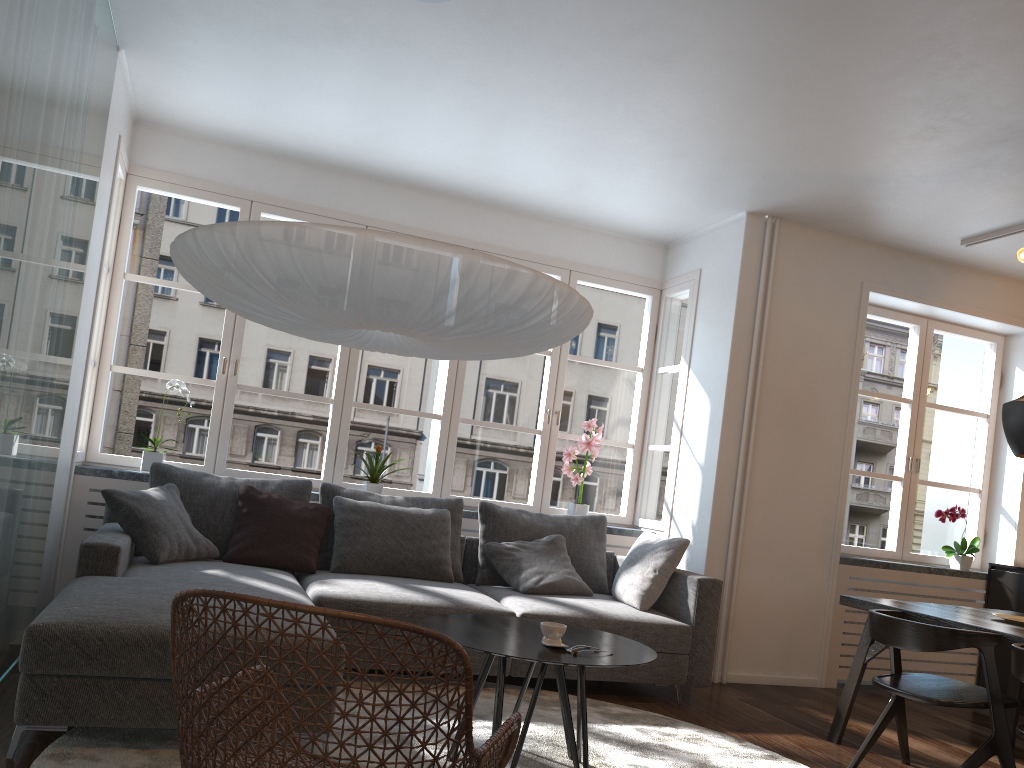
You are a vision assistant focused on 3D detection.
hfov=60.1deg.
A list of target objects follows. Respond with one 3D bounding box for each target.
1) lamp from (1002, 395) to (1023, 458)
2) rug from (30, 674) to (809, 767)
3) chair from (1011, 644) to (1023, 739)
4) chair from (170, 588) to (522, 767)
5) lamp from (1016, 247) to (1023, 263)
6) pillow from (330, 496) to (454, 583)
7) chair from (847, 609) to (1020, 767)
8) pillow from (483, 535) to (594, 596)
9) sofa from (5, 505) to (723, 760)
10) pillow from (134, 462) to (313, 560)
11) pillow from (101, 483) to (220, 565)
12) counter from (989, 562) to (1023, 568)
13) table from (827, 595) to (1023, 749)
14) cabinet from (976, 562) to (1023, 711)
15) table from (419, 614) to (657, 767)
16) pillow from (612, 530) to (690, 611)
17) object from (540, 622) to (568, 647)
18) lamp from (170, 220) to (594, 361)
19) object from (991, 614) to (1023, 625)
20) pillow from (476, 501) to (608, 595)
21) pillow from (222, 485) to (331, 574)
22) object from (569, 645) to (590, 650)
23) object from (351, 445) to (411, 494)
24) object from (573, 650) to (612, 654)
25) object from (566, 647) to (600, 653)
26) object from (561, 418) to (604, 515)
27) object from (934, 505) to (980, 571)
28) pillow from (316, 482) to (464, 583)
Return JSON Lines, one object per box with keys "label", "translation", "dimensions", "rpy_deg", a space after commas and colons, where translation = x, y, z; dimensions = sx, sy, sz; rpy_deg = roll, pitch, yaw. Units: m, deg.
{"label": "lamp", "translation": [2.407, 0.063, 3.910], "dimensions": [0.410, 0.539, 0.413], "rpy_deg": [6, -4, 14]}
{"label": "rug", "translation": [-0.057, 1.335, 2.994], "dimensions": [2.856, 0.012, 2.833], "rpy_deg": [13, -8, -39]}
{"label": "chair", "translation": [1.929, 1.248, 2.929], "dimensions": [0.521, 0.668, 0.594], "rpy_deg": [9, -4, -18]}
{"label": "chair", "translation": [-0.380, 0.818, 2.012], "dimensions": [0.717, 0.706, 0.690], "rpy_deg": [6, -4, 14]}
{"label": "lamp", "translation": [2.801, -0.746, 4.735], "dimensions": [0.252, 0.239, 0.085], "rpy_deg": [10, -4, -32]}
{"label": "pillow", "translation": [-0.637, 0.841, 4.759], "dimensions": [0.669, 0.396, 0.292], "rpy_deg": [9, -4, -19]}
{"label": "chair", "translation": [1.698, 1.293, 3.572], "dimensions": [0.521, 0.668, 0.594], "rpy_deg": [9, -4, -20]}
{"label": "pillow", "translation": [0.150, 0.995, 4.921], "dimensions": [0.495, 0.320, 0.443], "rpy_deg": [11, -6, -37]}
{"label": "sofa", "translation": [-0.369, 1.088, 4.078], "dimensions": [3.078, 0.669, 2.043], "rpy_deg": [9, -6, -19]}
{"label": "pillow", "translation": [-1.478, 0.691, 4.604], "dimensions": [0.839, 0.476, 0.275], "rpy_deg": [9, -4, -19]}
{"label": "pillow", "translation": [-1.665, 0.661, 4.220], "dimensions": [0.346, 0.358, 0.519], "rpy_deg": [6, -5, 20]}
{"label": "counter", "translation": [4.345, 1.075, 3.608], "dimensions": [0.734, 0.002, 5.071], "rpy_deg": [9, -7, -18]}
{"label": "table", "translation": [2.439, 1.338, 3.190], "dimensions": [1.110, 0.676, 2.505], "rpy_deg": [9, -6, -19]}
{"label": "cabinet", "translation": [4.288, 1.519, 3.590], "dimensions": [0.735, 0.895, 5.074], "rpy_deg": [9, -6, -19]}
{"label": "table", "translation": [0.062, 1.133, 3.137], "dimensions": [0.849, 0.470, 0.849], "rpy_deg": [9, -6, -17]}
{"label": "pillow", "translation": [0.721, 1.023, 4.889], "dimensions": [0.287, 0.412, 0.495], "rpy_deg": [9, -5, -20]}
{"label": "object", "translation": [0.142, 0.855, 3.003], "dimensions": [0.091, 0.069, 0.139], "rpy_deg": [8, -6, -7]}
{"label": "lamp", "translation": [-0.452, -0.252, 3.159], "dimensions": [1.467, 0.209, 1.481], "rpy_deg": [5, -7, 18]}
{"label": "object", "translation": [2.292, 1.045, 3.862], "dimensions": [0.357, 0.016, 0.357], "rpy_deg": [9, -7, -15]}
{"label": "pillow", "translation": [0.191, 0.972, 5.190], "dimensions": [0.839, 0.475, 0.275], "rpy_deg": [9, -4, -19]}
{"label": "pillow", "translation": [-1.191, 0.745, 4.539], "dimensions": [0.523, 0.402, 0.311], "rpy_deg": [9, -4, -17]}
{"label": "object", "translation": [0.232, 0.899, 3.028], "dimensions": [0.026, 0.010, 0.125], "rpy_deg": [3, -8, 37]}
{"label": "object", "translation": [-0.793, 0.534, 5.331], "dimensions": [0.379, 0.327, 0.322], "rpy_deg": [12, -6, -44]}
{"label": "object", "translation": [0.273, 0.892, 2.942], "dimensions": [0.169, 0.015, 0.015], "rpy_deg": [11, -6, -32]}
{"label": "object", "translation": [0.243, 0.891, 2.972], "dimensions": [0.165, 0.016, 0.025], "rpy_deg": [13, -8, -44]}
{"label": "object", "translation": [0.451, 0.562, 5.779], "dimensions": [0.202, 0.688, 0.297], "rpy_deg": [9, -4, -40]}
{"label": "object", "translation": [2.982, 1.020, 5.897], "dimensions": [0.409, 0.435, 0.229], "rpy_deg": [11, -5, -43]}
{"label": "pillow", "translation": [-0.667, 0.827, 4.900], "dimensions": [0.842, 0.473, 0.277], "rpy_deg": [9, -4, -19]}
